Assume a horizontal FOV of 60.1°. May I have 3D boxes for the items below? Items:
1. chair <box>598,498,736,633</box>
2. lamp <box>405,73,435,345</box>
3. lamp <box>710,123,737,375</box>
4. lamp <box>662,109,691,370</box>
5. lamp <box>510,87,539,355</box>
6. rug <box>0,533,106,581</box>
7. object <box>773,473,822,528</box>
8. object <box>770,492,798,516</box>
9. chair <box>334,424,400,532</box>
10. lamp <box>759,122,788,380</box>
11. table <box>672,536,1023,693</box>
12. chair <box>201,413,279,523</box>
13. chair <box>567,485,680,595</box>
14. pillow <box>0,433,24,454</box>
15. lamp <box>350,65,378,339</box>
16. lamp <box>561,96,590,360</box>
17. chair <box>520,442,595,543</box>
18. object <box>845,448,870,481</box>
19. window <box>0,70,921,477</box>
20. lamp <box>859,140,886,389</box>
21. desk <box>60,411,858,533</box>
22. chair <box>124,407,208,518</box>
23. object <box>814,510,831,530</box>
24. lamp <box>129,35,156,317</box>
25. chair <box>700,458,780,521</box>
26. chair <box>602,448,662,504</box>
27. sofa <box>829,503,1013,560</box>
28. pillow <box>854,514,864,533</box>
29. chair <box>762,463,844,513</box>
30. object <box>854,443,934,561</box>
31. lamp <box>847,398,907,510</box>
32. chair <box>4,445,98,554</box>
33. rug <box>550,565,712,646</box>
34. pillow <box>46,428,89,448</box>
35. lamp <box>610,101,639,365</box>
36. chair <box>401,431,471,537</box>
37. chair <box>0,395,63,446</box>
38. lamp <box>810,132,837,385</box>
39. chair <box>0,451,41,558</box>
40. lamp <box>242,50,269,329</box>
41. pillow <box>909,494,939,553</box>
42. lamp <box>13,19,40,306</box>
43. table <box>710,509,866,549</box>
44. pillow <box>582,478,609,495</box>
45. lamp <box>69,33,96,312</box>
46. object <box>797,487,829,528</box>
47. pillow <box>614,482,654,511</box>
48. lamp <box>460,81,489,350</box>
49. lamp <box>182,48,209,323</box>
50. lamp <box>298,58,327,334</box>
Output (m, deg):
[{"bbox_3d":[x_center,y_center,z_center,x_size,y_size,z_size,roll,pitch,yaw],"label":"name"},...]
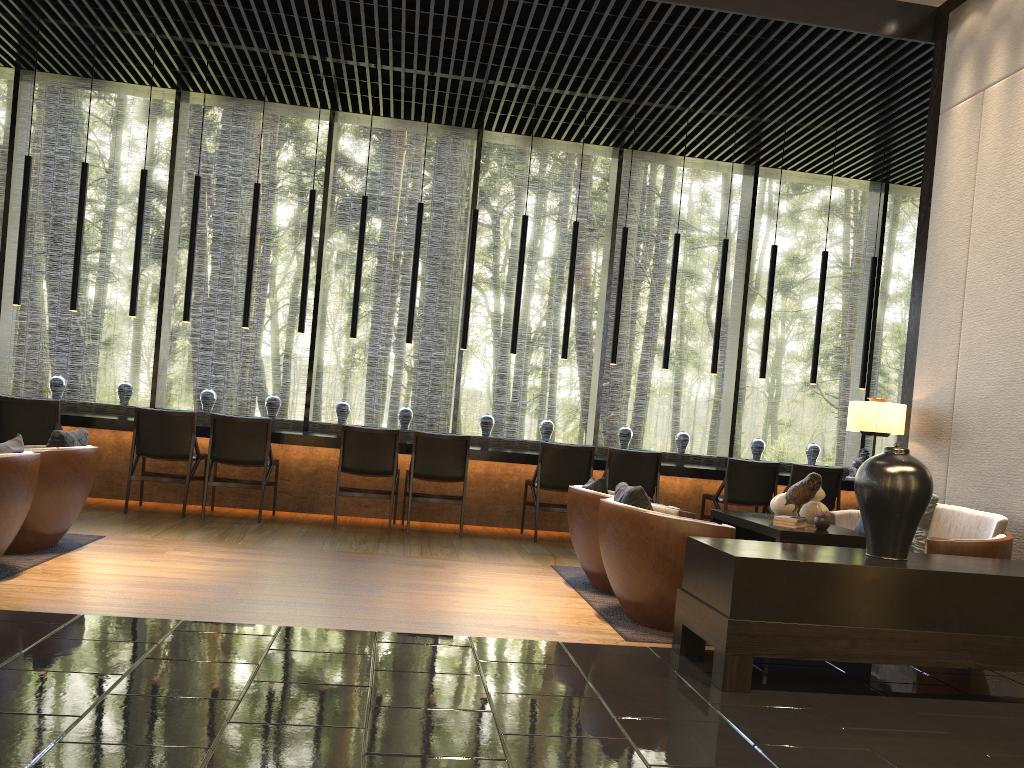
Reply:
[{"bbox_3d":[0.734,0.922,4.586,0.606,0.604,0.803,5,-1,-7],"label":"chair"},{"bbox_3d":[-0.818,-1.562,7.918,0.060,2.422,0.060,5,1,-12],"label":"lamp"},{"bbox_3d":[1.998,-1.296,8.287,0.060,2.422,0.060,5,1,-12],"label":"lamp"},{"bbox_3d":[1.534,-1.340,8.226,0.060,2.422,0.060,5,1,-12],"label":"lamp"},{"bbox_3d":[0.118,-1.474,8.041,0.060,2.422,0.060,5,1,-12],"label":"lamp"},{"bbox_3d":[-3.582,0.836,4.554,2.242,0.008,1.958,5,-3,-7],"label":"rug"},{"bbox_3d":[1.584,0.634,4.859,0.228,0.309,0.174,5,0,39],"label":"object"},{"bbox_3d":[1.665,0.732,5.276,0.245,0.168,0.246,4,-2,41],"label":"object"},{"bbox_3d":[-1.191,0.762,7.305,0.526,0.827,0.563,5,0,-7],"label":"chair"},{"bbox_3d":[2.472,-1.251,8.348,0.060,2.422,0.060,5,1,-12],"label":"lamp"},{"bbox_3d":[1.747,1.012,3.792,1.960,0.513,0.620,5,-1,-7],"label":"table"},{"bbox_3d":[-2.192,0.668,7.175,0.526,0.827,0.563,5,0,-7],"label":"chair"},{"bbox_3d":[0.625,0.950,5.434,0.606,0.604,0.803,5,-1,-7],"label":"chair"},{"bbox_3d":[-2.487,0.407,4.242,0.205,0.338,0.442,5,-1,0],"label":"pillow"},{"bbox_3d":[-1.307,-1.609,7.855,0.060,2.422,0.060,5,1,-2],"label":"lamp"},{"bbox_3d":[0.585,-1.430,8.102,0.060,2.422,0.060,5,1,-12],"label":"lamp"},{"bbox_3d":[0.404,0.913,7.514,0.526,0.827,0.563,5,0,-7],"label":"chair"},{"bbox_3d":[3.272,0.756,8.283,0.162,0.310,0.207,5,0,-27],"label":"object"},{"bbox_3d":[-9.560,-1.919,2.228,31.891,4.229,12.055,5,-2,-7],"label":"window"},{"bbox_3d":[3.467,-1.157,8.478,0.060,2.422,0.060,5,1,-12],"label":"lamp"},{"bbox_3d":[-9.751,0.001,6.562,28.739,0.760,1.780,5,-2,-7],"label":"desk"},{"bbox_3d":[-2.760,0.614,7.100,0.526,0.827,0.563,5,0,-7],"label":"chair"},{"bbox_3d":[1.711,0.745,4.876,0.091,0.112,0.091,6,-1,-45],"label":"object"},{"bbox_3d":[-3.164,-1.784,7.612,0.060,2.422,0.060,5,1,-12],"label":"lamp"},{"bbox_3d":[1.999,1.064,7.722,0.526,0.827,0.563,5,0,-7],"label":"chair"},{"bbox_3d":[0.972,0.967,7.588,0.526,0.827,0.563,5,0,-7],"label":"chair"},{"bbox_3d":[2.375,1.052,5.264,0.603,0.693,1.449,5,-2,-7],"label":"sofa"},{"bbox_3d":[2.305,0.875,5.485,0.219,0.361,0.471,5,-1,-10],"label":"pillow"},{"bbox_3d":[2.567,1.118,7.797,0.526,0.827,0.563,5,0,-7],"label":"chair"},{"bbox_3d":[1.625,0.497,3.785,0.312,0.493,0.311,5,0,-19],"label":"object"},{"bbox_3d":[2.510,0.777,6.223,0.374,1.352,0.375,5,1,22],"label":"lamp"},{"bbox_3d":[-2.734,0.636,5.081,0.606,0.604,0.803,5,-1,-7],"label":"chair"},{"bbox_3d":[1.500,1.316,5.218,2.242,0.008,2.041,5,-3,-7],"label":"rug"},{"bbox_3d":[-2.598,0.431,5.093,0.222,0.362,0.399,5,-1,-7],"label":"pillow"},{"bbox_3d":[1.042,-1.387,8.162,0.060,2.422,0.060,5,1,-12],"label":"lamp"},{"bbox_3d":[-0.623,0.816,7.380,0.526,0.827,0.563,5,0,-7],"label":"chair"},{"bbox_3d":[-3.761,0.519,6.970,0.526,0.827,0.563,5,0,-7],"label":"chair"},{"bbox_3d":[2.974,-1.204,8.414,0.060,2.422,0.060,5,1,-12],"label":"lamp"},{"bbox_3d":[-2.625,0.608,4.233,0.606,0.604,0.803,5,-1,-7],"label":"chair"},{"bbox_3d":[-2.228,-1.696,7.734,0.060,2.422,0.060,5,1,-2],"label":"lamp"},{"bbox_3d":[2.448,0.873,5.605,0.201,0.400,0.432,5,-1,-29],"label":"pillow"},{"bbox_3d":[-4.094,-1.872,7.490,0.060,2.422,0.060,5,1,-12],"label":"lamp"},{"bbox_3d":[1.596,1.064,5.173,0.576,0.517,1.042,5,-2,-7],"label":"table"},{"bbox_3d":[0.525,0.727,5.419,0.205,0.338,0.442,5,-1,0],"label":"pillow"},{"bbox_3d":[-3.643,-1.829,7.549,0.060,2.422,0.060,5,1,-12],"label":"lamp"},{"bbox_3d":[1.705,0.676,4.998,0.174,0.257,0.174,5,0,12],"label":"object"},{"bbox_3d":[0.636,0.695,4.568,0.222,0.362,0.399,5,-1,-7],"label":"pillow"},{"bbox_3d":[-0.330,-1.516,7.982,0.060,2.422,0.060,5,1,-2],"label":"lamp"},{"bbox_3d":[-2.723,-1.743,7.669,0.060,2.422,0.060,5,1,-12],"label":"lamp"},{"bbox_3d":[-1.756,-1.651,7.796,0.060,2.422,0.060,5,1,-12],"label":"lamp"}]
